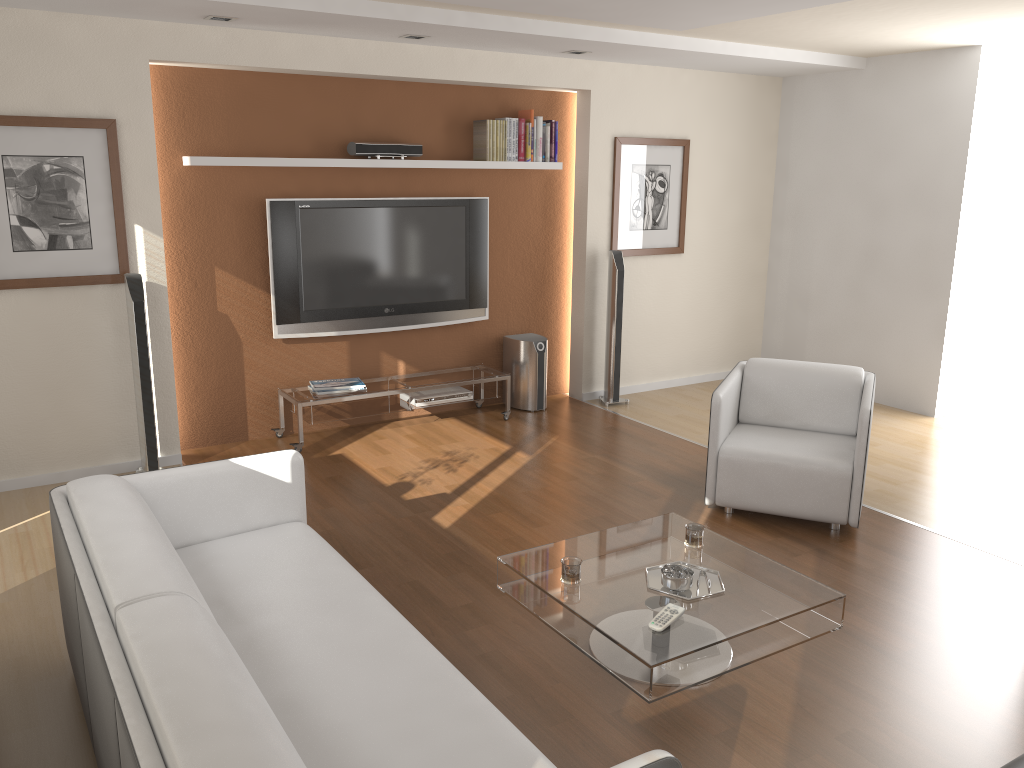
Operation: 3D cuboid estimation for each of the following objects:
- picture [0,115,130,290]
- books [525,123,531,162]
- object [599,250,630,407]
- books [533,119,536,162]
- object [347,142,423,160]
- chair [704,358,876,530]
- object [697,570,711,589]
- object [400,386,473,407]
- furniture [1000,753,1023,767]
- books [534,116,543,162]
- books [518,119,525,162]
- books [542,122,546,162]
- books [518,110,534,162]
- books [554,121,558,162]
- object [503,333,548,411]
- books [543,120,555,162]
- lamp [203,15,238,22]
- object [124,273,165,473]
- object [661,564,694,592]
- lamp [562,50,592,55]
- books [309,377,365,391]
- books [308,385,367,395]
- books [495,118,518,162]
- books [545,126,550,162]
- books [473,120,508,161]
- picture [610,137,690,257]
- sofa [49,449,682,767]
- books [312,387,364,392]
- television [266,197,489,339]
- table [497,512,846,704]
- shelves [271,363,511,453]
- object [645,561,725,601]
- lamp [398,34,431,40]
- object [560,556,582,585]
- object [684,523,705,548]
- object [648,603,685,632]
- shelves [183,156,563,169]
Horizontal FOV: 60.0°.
[{"bbox_3d":[-2.457,-0.958,4.705,0.734,0.884,0.025,-8,16,-31],"label":"picture"},{"bbox_3d":[0.075,-1.725,6.340,0.041,0.266,0.186,-8,16,-31],"label":"books"},{"bbox_3d":[0.771,-0.423,6.734,0.228,1.165,0.215,-6,15,-26],"label":"object"},{"bbox_3d":[0.121,-1.747,6.375,0.022,0.293,0.167,-8,16,-31],"label":"books"},{"bbox_3d":[-0.828,-1.526,5.811,0.470,0.109,0.182,-8,16,-31],"label":"object"},{"bbox_3d":[1.525,0.289,4.807,0.767,0.706,0.919,6,15,22],"label":"chair"},{"bbox_3d":[0.693,0.701,3.212,0.051,0.035,0.147,3,14,9],"label":"object"},{"bbox_3d":[-0.529,0.077,6.202,0.435,0.052,0.274,-8,16,-31],"label":"object"},{"bbox_3d":[1.456,1.119,2.024,1.291,0.301,0.685,-8,16,-31],"label":"furniture"},{"bbox_3d":[0.154,-1.760,6.387,0.050,0.313,0.179,-8,16,-31],"label":"books"},{"bbox_3d":[0.031,-1.735,6.319,0.053,0.293,0.169,-8,16,-31],"label":"books"},{"bbox_3d":[0.187,-1.750,6.423,0.041,0.278,0.157,-8,16,-31],"label":"books"},{"bbox_3d":[0.100,-1.775,6.354,0.028,0.358,0.169,-8,16,-31],"label":"books"},{"bbox_3d":[0.279,-1.765,6.471,0.029,0.286,0.169,-8,16,-31],"label":"books"},{"bbox_3d":[0.126,-0.092,6.666,0.286,0.518,0.323,-8,16,-31],"label":"object"},{"bbox_3d":[0.249,-1.765,6.452,0.041,0.293,0.169,-8,16,-31],"label":"books"},{"bbox_3d":[-1.543,-1.976,4.689,0.146,0.087,0.146,-8,16,-31],"label":"lamp"},{"bbox_3d":[-2.084,-0.032,4.996,0.228,1.165,0.215,-9,17,-36],"label":"object"},{"bbox_3d":[0.589,0.689,3.164,0.118,0.079,0.117,-6,15,-24],"label":"object"},{"bbox_3d":[0.433,-2.246,5.892,0.146,0.087,0.146,-8,16,-31],"label":"lamp"},{"bbox_3d":[-1.144,-0.003,5.804,0.326,0.017,0.228,-4,15,-20],"label":"books"},{"bbox_3d":[-1.145,0.021,5.810,0.326,0.017,0.228,-7,15,-28],"label":"books"},{"bbox_3d":[-0.040,-1.727,6.281,0.104,0.295,0.146,-8,16,-31],"label":"books"},{"bbox_3d":[0.219,-1.739,6.439,0.028,0.248,0.169,-8,16,-31],"label":"books"},{"bbox_3d":[-0.154,-1.701,6.210,0.167,0.275,0.195,-8,16,-31],"label":"books"},{"bbox_3d":[1.071,-1.440,6.854,0.734,0.884,0.025,-8,16,-31],"label":"picture"},{"bbox_3d":[-0.644,0.810,2.466,0.919,0.661,2.238,-8,16,-31],"label":"sofa"},{"bbox_3d":[-1.145,0.009,5.807,0.326,0.017,0.228,-3,14,-15],"label":"books"},{"bbox_3d":[-0.864,-0.807,6.030,1.594,0.900,0.097,-8,16,-31],"label":"television"},{"bbox_3d":[0.561,0.850,3.309,0.900,0.300,0.900,-8,16,-31],"label":"table"},{"bbox_3d":[-0.797,0.144,6.077,1.617,0.340,0.444,-8,16,-31],"label":"shelves"},{"bbox_3d":[0.625,0.712,3.222,0.315,0.011,0.273,-6,15,-24],"label":"object"},{"bbox_3d":[-0.580,-2.107,5.275,0.146,0.087,0.146,-8,16,-31],"label":"lamp"},{"bbox_3d":[0.215,0.676,3.214,0.079,0.077,0.079,-12,18,-42],"label":"object"},{"bbox_3d":[0.727,0.604,3.534,0.079,0.077,0.079,-12,18,-42],"label":"object"},{"bbox_3d":[0.509,0.772,2.932,0.064,0.029,0.158,11,17,38],"label":"object"},{"bbox_3d":[-0.794,-1.455,5.855,2.612,0.050,0.200,-8,16,-31],"label":"shelves"}]
